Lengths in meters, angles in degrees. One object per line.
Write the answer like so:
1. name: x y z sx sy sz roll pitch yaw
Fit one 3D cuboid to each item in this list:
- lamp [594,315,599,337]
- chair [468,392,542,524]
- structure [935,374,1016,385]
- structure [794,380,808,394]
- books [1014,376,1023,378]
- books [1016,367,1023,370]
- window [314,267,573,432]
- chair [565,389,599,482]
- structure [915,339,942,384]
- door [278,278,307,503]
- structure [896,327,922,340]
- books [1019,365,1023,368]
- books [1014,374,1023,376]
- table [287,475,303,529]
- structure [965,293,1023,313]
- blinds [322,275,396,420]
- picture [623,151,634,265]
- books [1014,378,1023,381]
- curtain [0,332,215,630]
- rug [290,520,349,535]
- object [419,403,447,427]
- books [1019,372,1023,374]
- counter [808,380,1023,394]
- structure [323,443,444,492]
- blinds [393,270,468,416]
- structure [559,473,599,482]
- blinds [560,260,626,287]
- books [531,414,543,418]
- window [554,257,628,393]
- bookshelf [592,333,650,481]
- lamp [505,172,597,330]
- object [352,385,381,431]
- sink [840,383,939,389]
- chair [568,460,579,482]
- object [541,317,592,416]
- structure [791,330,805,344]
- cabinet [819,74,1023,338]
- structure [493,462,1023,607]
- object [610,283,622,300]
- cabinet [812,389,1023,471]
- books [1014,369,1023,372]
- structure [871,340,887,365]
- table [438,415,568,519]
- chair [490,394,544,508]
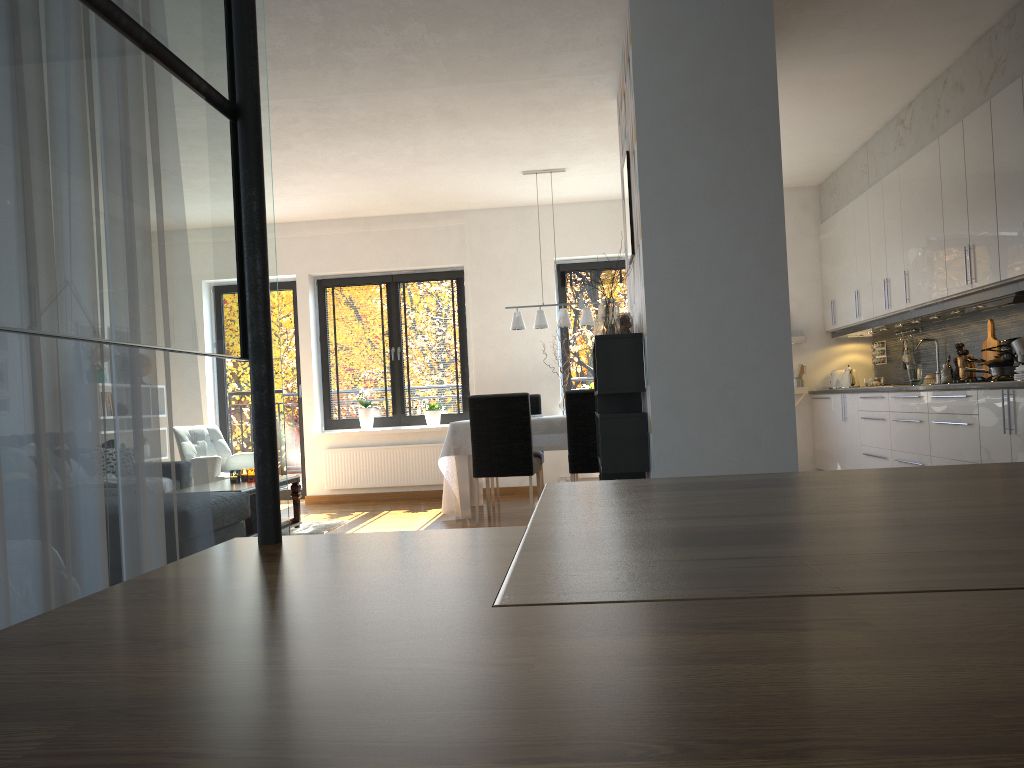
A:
1. lamp: 0.488 -0.306 4.748 0.098 0.131 0.106 -3 -1 17
2. chair: -0.039 0.556 6.823 0.461 0.960 0.545 -3 -1 10
3. structure: 2.851 -0.031 5.192 0.500 0.041 0.662 -3 -1 4
4. structure: 2.459 0.040 8.333 0.594 0.129 0.147 -3 -1 4
5. books: 2.665 -0.043 4.340 0.252 0.011 0.318 -3 -1 4
6. books: 2.687 -0.087 4.361 0.252 0.011 0.318 -3 -1 6
7. window: 0.512 2.041 20.554 12.977 18.368 21.825 -4 -1 34
8. chair: 0.662 0.518 6.768 0.461 0.960 0.545 -3 -1 5
9. structure: 3.167 -0.172 6.669 0.195 0.347 0.167 -3 -1 -3
10. door: -2.542 0.078 9.011 0.976 2.274 0.119 -3 -1 4
11. structure: 3.279 -0.414 7.347 0.067 0.081 0.443 -3 -1 4
12. books: 2.693 -0.097 4.368 0.252 0.011 0.318 -3 -1 11
13. books: 2.663 -0.054 4.325 0.252 0.011 0.318 -3 -1 1
14. table: -1.935 0.904 6.226 0.570 0.409 1.179 -3 -1 4
15. structure: 2.959 -0.529 5.177 0.362 0.148 0.623 -3 -1 4
16. blinds: -1.517 -0.364 8.895 0.710 1.422 0.049 -3 -1 4
17. picture: 0.649 -0.970 4.939 0.014 0.559 0.365 -3 -1 4
18. books: 2.667 -0.032 4.352 0.252 0.011 0.318 -3 -1 8
19. curtain: -0.988 -0.471 1.481 0.154 2.732 1.808 -3 -1 7
20. rug: -1.903 1.111 6.309 1.052 0.034 1.813 -3 -1 4
21. object: -0.771 0.305 8.710 0.267 0.237 0.283 -3 -1 -14
22. books: 2.679 -0.065 4.365 0.252 0.011 0.318 -3 -1 16
23. counter: 2.949 0.100 6.241 0.622 0.192 4.250 -3 -1 4
24. structure: -1.113 0.829 8.642 1.457 0.459 0.078 -3 -1 3
25. blinds: -0.798 -0.403 8.838 0.710 1.422 0.049 -3 -1 4
26. structure: 1.171 0.707 8.463 1.457 0.459 0.078 -3 -1 6
27. blinds: 0.831 -1.087 8.713 0.710 0.229 0.049 -3 -1 4
28. books: 0.095 0.268 7.273 0.278 0.022 0.204 -4 -2 31
29. window: 1.226 -0.467 8.717 1.561 1.587 0.119 -3 -1 4
30. bookshelf: 0.611 0.360 5.028 0.237 1.200 1.190 -3 -1 4
31. lamp: 0.299 -1.107 7.331 0.760 1.284 0.131 -3 -1 4
32. object: -1.429 0.235 8.709 0.286 0.444 0.340 -3 -1 -7
33. sink: 2.984 0.098 6.953 0.475 0.168 1.421 -3 -1 4
34. chair: 0.740 0.538 7.750 0.461 0.960 0.545 -3 -1 10
35. object: 0.434 -0.130 7.292 0.403 0.785 0.615 -3 -1 -21
36. structure: 2.435 -0.432 8.337 0.594 0.129 0.147 -3 -1 4
37. cabinet: 2.969 -1.013 6.247 0.458 1.069 4.236 -3 -1 4
38. structure: 1.132 -1.034 2.073 2.685 4.130 4.582 -3 -1 4
39. object: 0.594 -0.422 5.423 0.163 0.383 0.154 -3 -1 21
40. cabinet: 2.678 0.405 6.260 0.040 0.690 4.224 -3 -1 4
41. books: 2.672 -0.075 4.351 0.252 0.011 0.318 -3 -1 6
42. structure: 3.357 -0.284 8.118 0.045 0.209 0.279 -3 -1 4
43. table: 0.371 0.645 7.322 1.856 0.763 1.235 -3 -1 5
44. chair: 0.039 0.575 7.805 0.461 0.960 0.545 -3 -1 5
